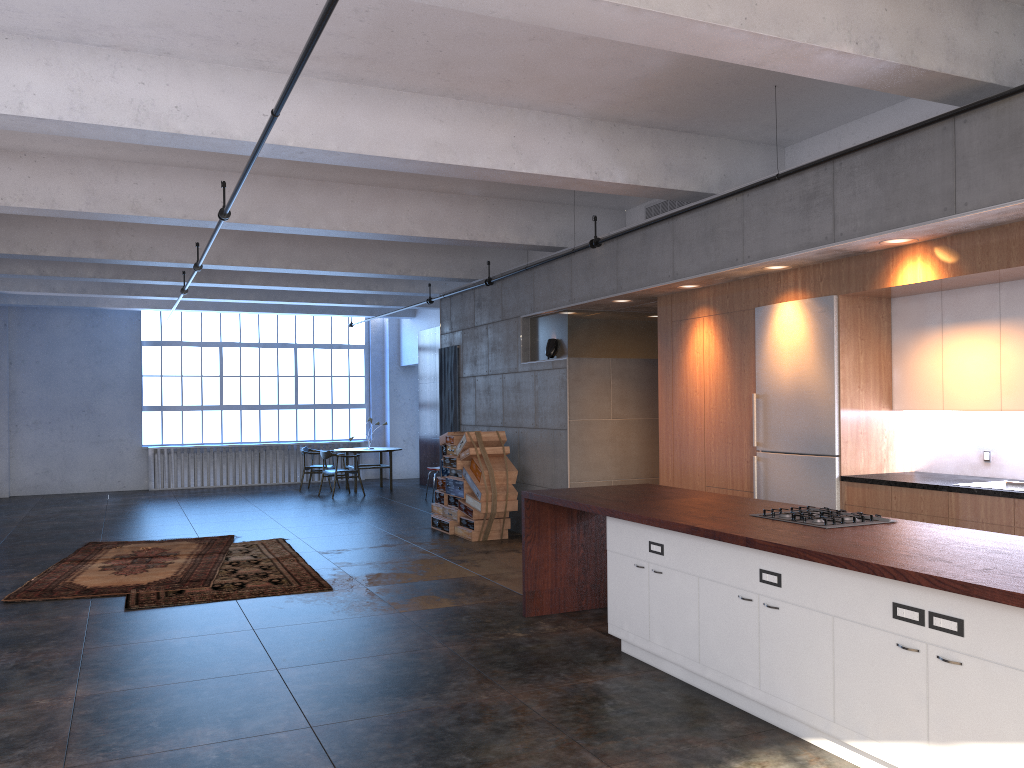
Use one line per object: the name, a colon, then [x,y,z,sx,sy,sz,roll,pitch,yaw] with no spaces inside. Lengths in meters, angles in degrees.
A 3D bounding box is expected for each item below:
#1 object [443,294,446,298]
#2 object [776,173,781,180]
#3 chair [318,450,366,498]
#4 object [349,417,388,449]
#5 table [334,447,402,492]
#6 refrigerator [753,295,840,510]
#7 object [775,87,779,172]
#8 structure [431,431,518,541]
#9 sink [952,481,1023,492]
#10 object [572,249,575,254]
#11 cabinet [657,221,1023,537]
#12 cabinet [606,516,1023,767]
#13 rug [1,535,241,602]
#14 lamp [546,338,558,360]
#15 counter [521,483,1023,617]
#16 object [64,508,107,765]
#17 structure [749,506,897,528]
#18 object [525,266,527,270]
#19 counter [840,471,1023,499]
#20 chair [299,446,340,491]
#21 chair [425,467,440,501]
object: [3.894,0.549,4.982,0.052,0.052,0.062,-1,-1,24]
object: [3.851,0.570,4.949,0.052,0.053,0.061,0,-1,-17]
chair: [-3.108,1.621,16.097,0.687,0.864,0.713,0,-1,-38]
object: [-2.798,0.952,17.274,0.786,0.624,0.236,0,0,-23]
table: [-2.799,1.695,17.284,1.293,0.851,1.327,-1,-1,19]
refrigerator: [2.370,0.421,7.286,0.223,2.191,0.939,-1,0,-27]
object: [3.801,0.568,4.973,0.050,0.053,0.064,-1,-1,13]
structure: [-0.543,1.240,11.252,0.648,1.315,1.882,-1,-1,-24]
sink: [3.359,0.765,5.777,0.531,0.192,0.718,0,-1,-24]
object: [3.835,0.525,4.934,0.064,0.051,0.052,0,-1,-32]
cabinet: [4.201,0.272,5.997,2.418,2.562,7.976,0,-1,-24]
cabinet: [2.152,1.234,3.493,0.937,0.930,5.558,0,-1,-24]
rug: [-3.912,1.866,9.363,1.896,0.048,3.485,0,-1,-15]
lamp: [0.481,-0.407,10.435,0.216,0.258,0.168,0,-1,-43]
counter: [1.920,1.220,4.049,1.160,0.971,6.549,0,-1,-24]
object: [1.601,1.923,7.188,20.065,0.001,26.767,0,-1,-24]
structure: [1.739,0.754,4.982,0.520,0.072,0.630,0,-1,-24]
object: [3.866,0.585,5.017,0.062,0.053,0.052,-1,-1,18]
counter: [4.151,0.670,5.161,1.633,0.039,4.389,0,-1,-24]
chair: [-3.765,1.656,17.316,0.672,0.864,0.729,-1,-1,2]
chair: [-1.136,1.514,15.286,0.666,0.988,0.420,0,0,-25]
